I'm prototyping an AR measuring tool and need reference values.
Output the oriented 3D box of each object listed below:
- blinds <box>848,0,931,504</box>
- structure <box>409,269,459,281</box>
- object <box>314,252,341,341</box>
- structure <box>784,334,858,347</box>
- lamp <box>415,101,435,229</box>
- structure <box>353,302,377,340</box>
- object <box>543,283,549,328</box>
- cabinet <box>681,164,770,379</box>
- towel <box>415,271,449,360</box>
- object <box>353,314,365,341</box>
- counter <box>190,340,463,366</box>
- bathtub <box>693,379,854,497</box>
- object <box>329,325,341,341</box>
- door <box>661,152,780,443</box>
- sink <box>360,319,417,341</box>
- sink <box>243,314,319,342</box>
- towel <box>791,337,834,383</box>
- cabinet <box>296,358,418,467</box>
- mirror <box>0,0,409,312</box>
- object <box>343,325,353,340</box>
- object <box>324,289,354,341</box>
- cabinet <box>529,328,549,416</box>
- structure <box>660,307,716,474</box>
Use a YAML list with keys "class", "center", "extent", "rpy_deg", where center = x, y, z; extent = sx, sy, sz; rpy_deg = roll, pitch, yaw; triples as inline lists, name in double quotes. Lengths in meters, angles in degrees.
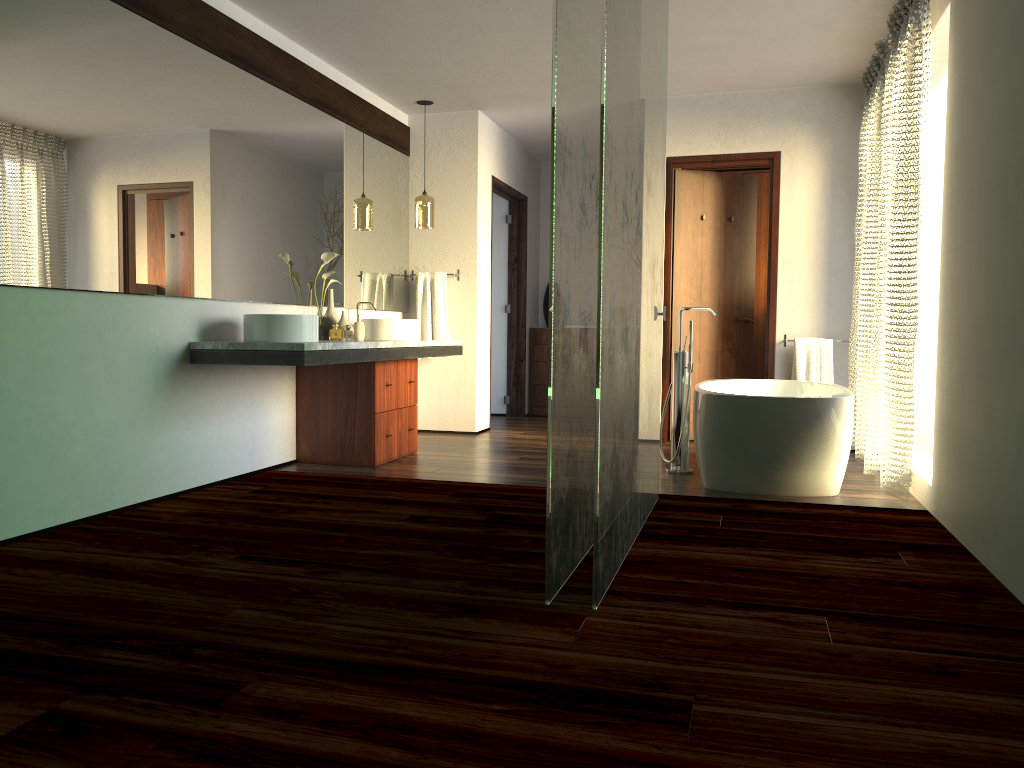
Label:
- class: "blinds"
  center: [1.965, -0.688, 4.668]
  extent: [0.184, 2.337, 2.097]
  rpy_deg: [1, 3, 15]
- class: "structure"
  center: [-0.577, -0.801, 6.504]
  extent: [0.374, 0.088, 0.101]
  rpy_deg: [1, 3, 17]
- class: "object"
  center: [-1.082, -0.505, 5.152]
  extent: [0.187, 0.504, 0.244]
  rpy_deg: [0, 3, -6]
- class: "structure"
  center: [2.003, -0.278, 5.725]
  extent: [0.459, 0.088, 0.101]
  rpy_deg: [1, 3, 17]
- class: "lamp"
  center: [-0.611, -1.530, 6.207]
  extent: [0.136, 0.867, 0.142]
  rpy_deg: [-1, 4, -31]
- class: "structure"
  center: [-0.942, -0.399, 5.606]
  extent: [0.167, 0.242, 0.065]
  rpy_deg: [2, 4, 20]
- class: "object"
  center: [0.370, -0.723, 8.144]
  extent: [0.174, 0.417, 0.167]
  rpy_deg: [2, 4, 29]
- class: "cabinet"
  center: [2.143, -0.835, 7.274]
  extent: [1.504, 2.364, 0.353]
  rpy_deg: [2, 3, 17]
- class: "towel"
  center: [-0.586, -0.499, 6.460]
  extent: [0.264, 0.636, 0.157]
  rpy_deg: [3, 4, 34]
- class: "object"
  center: [-0.907, -0.337, 5.249]
  extent: [0.070, 0.158, 0.070]
  rpy_deg: [1, 3, -1]
- class: "counter"
  center: [-0.908, -0.196, 5.054]
  extent: [0.595, 0.101, 2.228]
  rpy_deg: [1, 3, 15]
- class: "bathtub"
  center: [1.344, 0.256, 4.632]
  extent: [0.775, 0.485, 1.599]
  rpy_deg: [1, 3, 15]
- class: "object"
  center: [-1.015, -0.295, 5.086]
  extent: [0.065, 0.092, 0.039]
  rpy_deg: [-1, 4, -23]
- class: "door"
  center: [1.448, -0.567, 6.176]
  extent: [0.740, 1.947, 0.458]
  rpy_deg: [2, 3, 17]
- class: "sink"
  center: [-0.777, -0.342, 5.587]
  extent: [0.355, 0.131, 0.359]
  rpy_deg: [0, 3, -6]
- class: "sink"
  center: [-1.121, -0.270, 4.302]
  extent: [0.363, 0.131, 0.352]
  rpy_deg: [2, 3, 19]
- class: "towel"
  center: [1.942, 0.019, 5.730]
  extent: [0.260, 0.637, 0.154]
  rpy_deg: [1, 3, -1]
- class: "cabinet"
  center: [-0.897, 0.139, 5.276]
  extent: [0.519, 0.599, 0.650]
  rpy_deg: [1, 3, 16]
- class: "mirror"
  center: [-1.294, -1.003, 4.656]
  extent: [0.017, 1.152, 4.024]
  rpy_deg: [1, 3, 15]
- class: "object"
  center: [-0.947, -0.297, 5.110]
  extent: [0.039, 0.090, 0.056]
  rpy_deg: [2, 4, 26]
- class: "object"
  center: [-1.032, -0.408, 5.223]
  extent: [0.246, 0.305, 0.117]
  rpy_deg: [4, 4, 43]
- class: "cabinet"
  center: [0.758, -0.102, 8.013]
  extent: [1.155, 0.800, 0.397]
  rpy_deg: [2, 3, 17]
- class: "structure"
  center: [0.919, 0.031, 4.844]
  extent: [0.239, 0.897, 0.282]
  rpy_deg: [-2, 4, -34]
